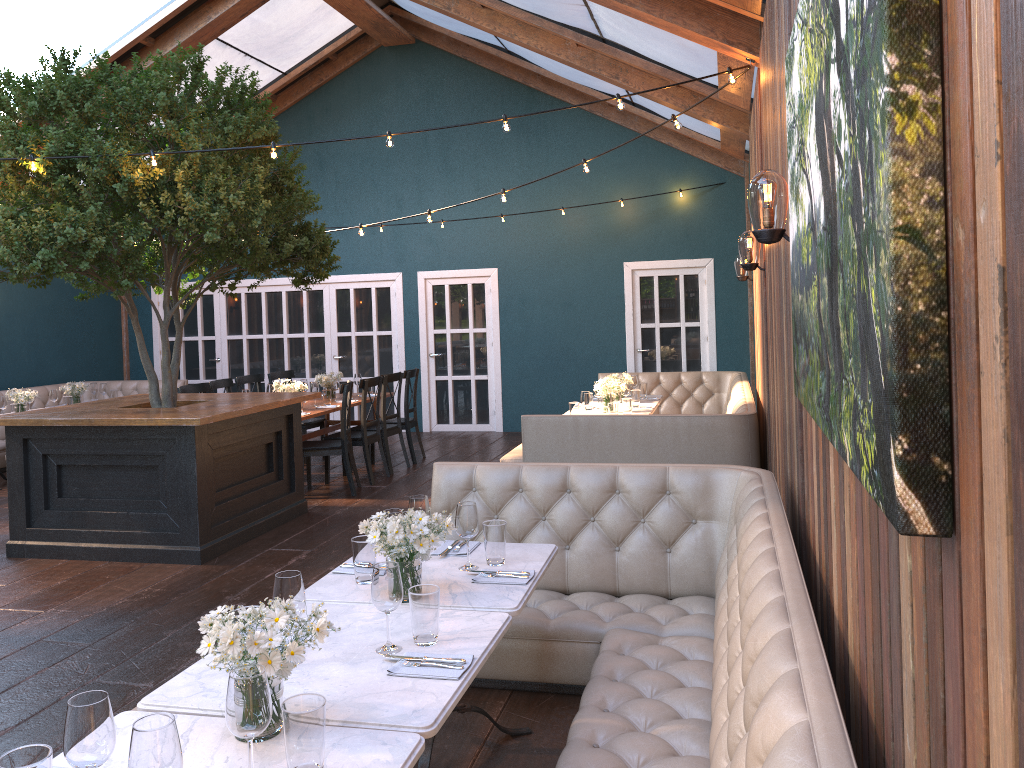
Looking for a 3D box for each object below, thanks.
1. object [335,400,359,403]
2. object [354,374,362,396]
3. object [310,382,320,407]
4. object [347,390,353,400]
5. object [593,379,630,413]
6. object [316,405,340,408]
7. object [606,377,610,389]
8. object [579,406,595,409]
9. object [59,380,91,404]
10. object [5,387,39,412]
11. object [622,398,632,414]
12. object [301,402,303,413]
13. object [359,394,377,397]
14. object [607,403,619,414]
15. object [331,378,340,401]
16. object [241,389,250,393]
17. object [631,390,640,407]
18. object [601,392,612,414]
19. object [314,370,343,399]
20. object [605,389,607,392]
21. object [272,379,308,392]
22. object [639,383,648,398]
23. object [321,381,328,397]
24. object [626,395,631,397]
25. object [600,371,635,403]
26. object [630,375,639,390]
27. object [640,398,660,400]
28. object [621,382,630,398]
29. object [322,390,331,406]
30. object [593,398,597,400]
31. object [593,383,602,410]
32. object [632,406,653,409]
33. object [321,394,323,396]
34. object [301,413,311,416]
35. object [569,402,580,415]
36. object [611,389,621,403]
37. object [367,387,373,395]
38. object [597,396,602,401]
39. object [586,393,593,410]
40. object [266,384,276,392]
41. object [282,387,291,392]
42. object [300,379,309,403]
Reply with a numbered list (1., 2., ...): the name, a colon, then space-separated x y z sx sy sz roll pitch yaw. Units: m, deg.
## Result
1. object: -1.752 0.179 9.300 0.255 0.019 0.158 -1 5 14
2. object: -1.743 0.007 10.016 0.092 0.244 0.092 -3 2 -34
3. object: -1.985 0.105 8.915 0.092 0.244 0.092 -3 2 -28
4. object: -1.744 0.093 9.486 0.092 0.158 0.092 0 2 40
5. object: 0.879 0.104 8.076 0.329 0.309 0.336 -4 4 -34
6. object: -1.849 0.223 8.800 0.255 0.019 0.158 -1 5 14
7. object: 1.007 0.047 9.105 0.092 0.244 0.092 -3 2 -34
8. object: 0.710 0.221 8.481 0.255 0.019 0.158 -1 5 14
9. object: -5.131 0.113 10.396 0.336 0.309 0.329 -3 3 -21
10. object: -5.313 0.187 9.584 0.329 0.309 0.336 -4 4 -34
11. object: 1.006 0.204 7.729 0.092 0.158 0.092 -2 2 0
12. object: -2.025 0.192 8.400 0.092 0.158 0.092 -3 2 -40
13. object: -1.608 0.126 9.877 0.255 0.019 0.158 -1 5 14
14. object: 0.844 0.239 7.374 0.092 0.158 0.092 -2 2 0
15. object: -1.882 0.059 9.430 0.092 0.244 0.092 -3 2 -34
16. object: -2.486 0.175 8.276 0.092 0.244 0.092 -3 2 -28
17. object: 1.183 0.138 8.458 0.092 0.158 0.092 -2 2 0
18. object: 0.800 0.189 7.474 0.092 0.244 0.092 -3 2 -28
19. object: -2.009 0.008 9.707 0.329 0.309 0.337 -1 3 12
20. object: 1.035 0.062 9.438 0.092 0.158 0.092 -2 2 0
21. object: -2.187 0.098 8.688 0.329 0.309 0.337 0 3 29
22. object: 1.372 0.067 9.236 0.092 0.158 0.092 -2 2 0
23. object: -2.116 0.024 9.949 0.092 0.244 0.092 -3 2 -34
24. object: 1.204 0.125 9.449 0.157 0.019 0.256 -1 5 14
25. object: 1.061 0.031 8.887 0.336 0.309 0.329 -3 3 -21
26. object: 1.270 0.031 9.192 0.092 0.244 0.092 -3 2 -34
27. object: 1.384 0.150 9.070 0.255 0.019 0.158 -1 5 14
28. object: 1.081 0.102 8.415 0.092 0.244 0.092 -3 2 -28
29. object: -1.876 0.140 8.977 0.092 0.158 0.092 -3 2 -40
30. object: 0.900 0.153 9.230 0.255 0.019 0.158 -1 5 14
31. object: 0.817 0.116 8.355 0.092 0.244 0.092 -3 2 -28
32. object: 1.195 0.221 8.293 0.255 0.019 0.158 -1 5 14
33. object: -2.223 0.130 10.075 0.255 0.019 0.158 -1 5 14
34. object: -2.012 0.277 8.216 0.255 0.019 0.158 -1 5 14
35. object: 0.533 0.235 7.539 0.092 0.158 0.092 -2 2 0
36. object: 0.904 0.168 7.685 0.092 0.244 0.092 -3 2 -28
37. object: -1.617 0.042 10.056 0.092 0.158 0.092 0 2 40
38. object: 0.908 0.097 9.063 0.092 0.158 0.092 -2 2 0
39. object: 0.717 0.165 8.314 0.092 0.158 0.092 -2 2 0
40. object: -2.407 0.126 8.843 0.092 0.244 0.092 -3 2 -28
41. object: -2.126 0.158 8.335 0.092 0.244 0.092 -3 2 -28
42. object: -2.203 0.074 9.380 0.092 0.244 0.092 -3 2 -34
